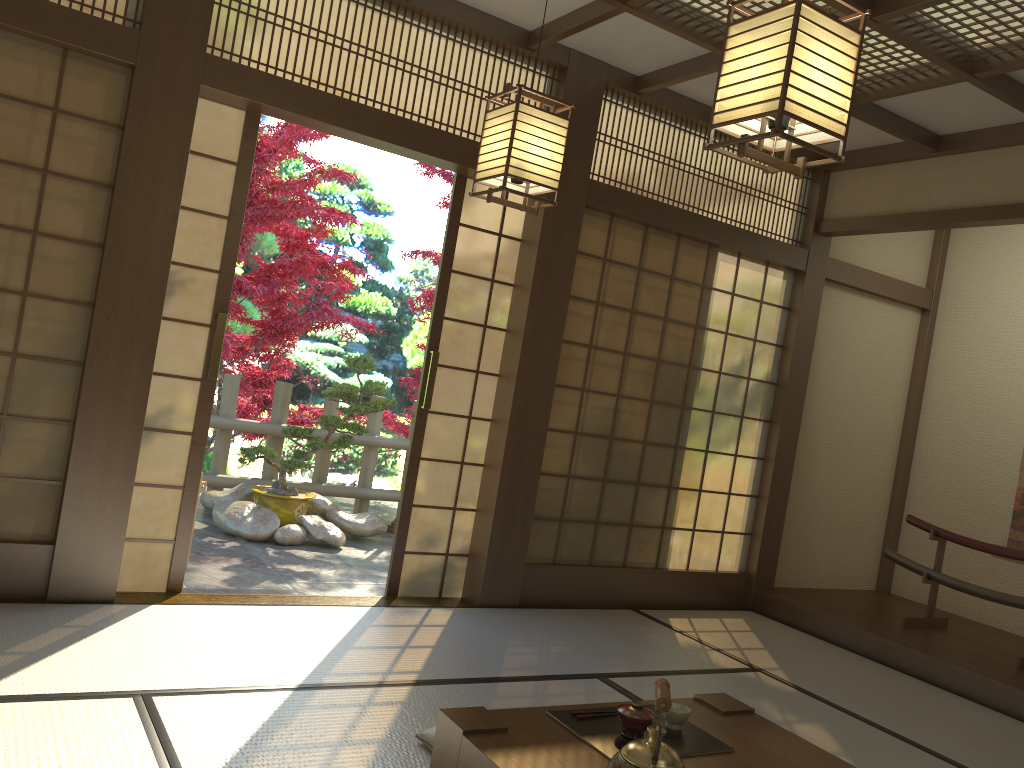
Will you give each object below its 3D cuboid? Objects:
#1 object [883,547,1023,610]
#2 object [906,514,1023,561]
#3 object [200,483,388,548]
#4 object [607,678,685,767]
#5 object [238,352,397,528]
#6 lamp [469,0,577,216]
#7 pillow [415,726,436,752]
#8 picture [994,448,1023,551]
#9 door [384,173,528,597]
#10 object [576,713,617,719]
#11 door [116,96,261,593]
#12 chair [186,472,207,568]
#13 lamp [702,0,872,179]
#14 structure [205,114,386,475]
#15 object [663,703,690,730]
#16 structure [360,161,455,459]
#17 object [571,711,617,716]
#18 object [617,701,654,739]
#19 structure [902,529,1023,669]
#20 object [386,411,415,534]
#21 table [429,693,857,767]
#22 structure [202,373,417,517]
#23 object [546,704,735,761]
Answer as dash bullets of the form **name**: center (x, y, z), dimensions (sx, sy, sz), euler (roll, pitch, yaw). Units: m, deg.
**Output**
- **object**: center (2.743, 1.173, 5.105), dimensions (0.100, 0.144, 1.369), euler (9, 0, -30)
- **object**: center (2.795, 0.927, 5.084), dimensions (0.086, 0.121, 1.186), euler (9, 0, -30)
- **object**: center (-1.529, 0.929, 6.357), dimensions (1.260, 0.276, 1.147), euler (9, 0, -36)
- **object**: center (0.285, 0.756, 1.789), dimensions (0.219, 0.296, 0.226), euler (9, 0, -37)
- **object**: center (-1.397, 0.391, 6.397), dimensions (1.032, 1.362, 0.586), euler (9, 0, -5)
- **lamp**: center (0.094, -1.157, 3.048), dimensions (0.240, 1.129, 0.240), euler (9, 0, -31)
- **pillow**: center (0.022, 1.170, 2.812), dimensions (0.496, 0.107, 0.486), euler (9, 0, -38)
- **picture**: center (3.578, 0.291, 5.492), dimensions (0.038, 1.725, 0.952), euler (9, 0, -31)
- **door**: center (0.330, 0.147, 5.101), dimensions (1.894, 2.380, 0.073), euler (9, 0, -31)
- **object**: center (0.251, 0.889, 2.385), dimensions (0.200, 0.008, 0.008), euler (9, 0, -35)
- **door**: center (-2.131, -0.263, 3.580), dimensions (1.894, 2.380, 0.073), euler (9, 0, -31)
- **chair**: center (-2.142, 0.646, 4.688), dimensions (0.698, 0.598, 0.704), euler (9, 0, 15)
- **lamp**: center (0.692, -1.057, 2.053), dimensions (0.240, 1.129, 0.240), euler (9, 0, -31)
- **structure**: center (-2.661, -1.017, 7.210), dimensions (3.412, 4.004, 3.045), euler (9, 0, 1)
- **object**: center (0.440, 0.898, 2.391), dimensions (0.074, 0.052, 0.073), euler (9, 0, 12)
- **structure**: center (0.307, -0.522, 9.142), dimensions (3.045, 4.004, 3.412), euler (9, 0, -29)
- **object**: center (0.243, 0.888, 2.401), dimensions (0.200, 0.008, 0.008), euler (9, 0, -31)
- **object**: center (0.316, 0.860, 2.276), dimensions (0.100, 0.080, 0.100), euler (9, 0, -31)
- **structure**: center (2.760, 1.226, 5.144), dimensions (0.446, 0.604, 0.712), euler (9, 0, -31)
- **object**: center (-0.455, 0.700, 6.797), dimensions (1.045, 1.061, 0.368), euler (9, 0, 37)
- **table**: center (0.465, 1.103, 2.067), dimensions (1.000, 0.350, 1.000), euler (9, 0, -31)
- **structure**: center (-1.796, 0.538, 6.915), dimensions (7.456, 1.136, 0.245), euler (9, 0, -31)
- **object**: center (0.334, 0.910, 2.325), dimensions (0.400, 0.007, 0.300), euler (9, 0, -31)
